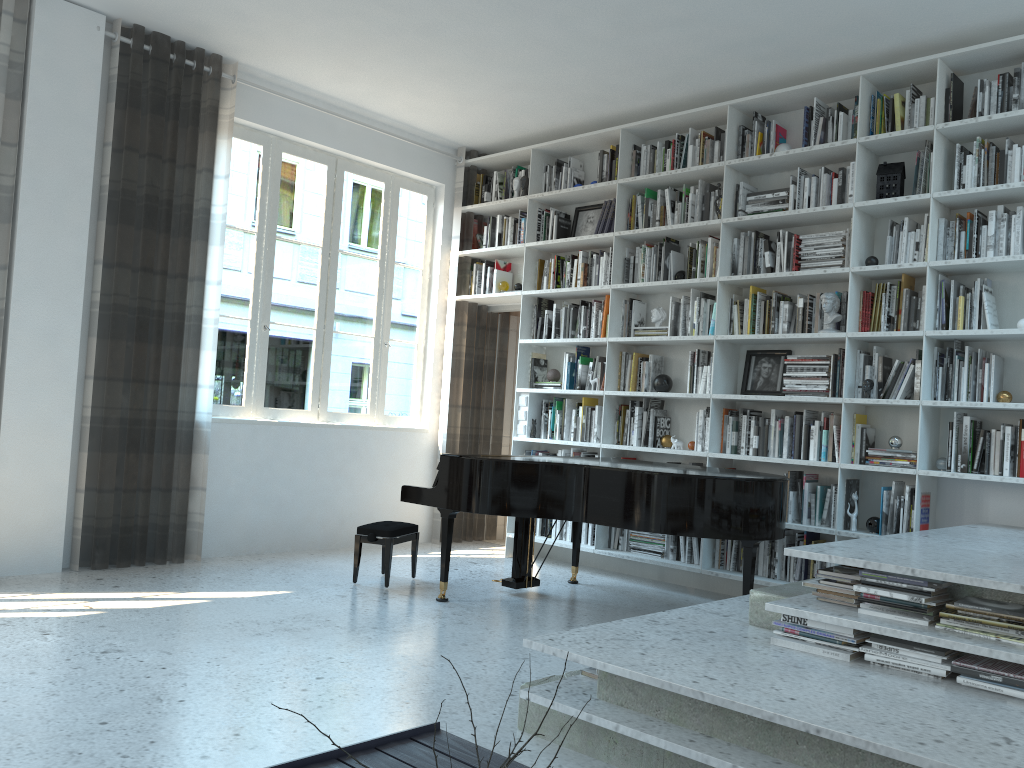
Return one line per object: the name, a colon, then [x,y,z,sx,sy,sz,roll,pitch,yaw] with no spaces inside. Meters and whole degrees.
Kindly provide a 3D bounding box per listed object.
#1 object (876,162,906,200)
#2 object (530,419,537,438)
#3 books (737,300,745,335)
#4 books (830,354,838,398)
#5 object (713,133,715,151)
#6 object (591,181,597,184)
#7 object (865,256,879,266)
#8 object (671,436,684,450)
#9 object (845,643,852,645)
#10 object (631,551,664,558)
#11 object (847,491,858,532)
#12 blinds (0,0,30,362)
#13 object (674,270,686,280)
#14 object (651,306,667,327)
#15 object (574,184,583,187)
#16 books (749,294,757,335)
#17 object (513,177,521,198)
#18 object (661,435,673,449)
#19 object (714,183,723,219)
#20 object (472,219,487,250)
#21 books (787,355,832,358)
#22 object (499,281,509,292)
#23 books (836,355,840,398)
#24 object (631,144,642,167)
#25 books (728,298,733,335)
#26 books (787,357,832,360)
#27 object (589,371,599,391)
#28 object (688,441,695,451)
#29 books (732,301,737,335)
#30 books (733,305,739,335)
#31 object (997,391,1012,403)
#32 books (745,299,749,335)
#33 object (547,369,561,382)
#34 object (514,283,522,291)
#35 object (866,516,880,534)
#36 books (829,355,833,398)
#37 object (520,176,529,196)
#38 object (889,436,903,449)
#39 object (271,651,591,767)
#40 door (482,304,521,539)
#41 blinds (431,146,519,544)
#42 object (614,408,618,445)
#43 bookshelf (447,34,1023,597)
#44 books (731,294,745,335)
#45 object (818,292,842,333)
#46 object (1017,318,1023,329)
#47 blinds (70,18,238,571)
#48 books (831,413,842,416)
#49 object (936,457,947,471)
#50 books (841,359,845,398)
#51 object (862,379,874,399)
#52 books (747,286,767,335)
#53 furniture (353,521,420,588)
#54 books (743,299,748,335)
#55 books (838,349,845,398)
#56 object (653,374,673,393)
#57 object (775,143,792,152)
object: [2.133,-1.132,4.996,0.135,0.248,0.135,3,-2,34]
object: [0.161,0.333,6.643,0.045,0.146,0.045,4,-2,-8]
books: [1.485,-0.407,5.646,0.042,0.242,0.162,2,-3,44]
books: [1.916,-0.039,5.195,0.011,0.260,0.184,2,-3,44]
object: [1.374,-1.513,5.858,0.010,0.246,0.157,2,-2,44]
object: [0.613,-1.452,6.526,0.082,0.083,0.082,3,-2,21]
object: [2.033,-0.687,5.011,0.071,0.072,0.071,4,-2,2]
object: [1.089,0.385,5.846,0.078,0.095,0.060,5,-2,-30]
object: [1.043,0.835,2.950,0.140,0.004,0.204,6,-3,-43]
object: [0.954,1.152,6.005,0.161,0.007,0.254,6,-3,-43]
object: [1.906,0.708,4.953,0.046,0.224,0.053,5,-2,-34]
blinds: [-3.091,-0.628,4.486,0.183,3.260,1.026,2,-2,43]
object: [1.139,-0.714,5.950,0.097,0.098,0.097,4,-2,2]
object: [1.010,-0.461,6.104,0.121,0.157,0.095,5,-2,-33]
object: [0.499,-1.455,6.635,0.082,0.083,0.082,3,-2,21]
books: [1.545,-0.419,5.552,0.015,0.266,0.189,2,-3,44]
object: [0.036,-1.518,6.926,0.067,0.198,0.067,4,-2,-4]
object: [1.047,0.388,5.976,0.091,0.092,0.091,3,-2,21]
object: [1.327,-1.159,5.672,0.075,0.254,0.075,3,-2,22]
object: [-0.275,-1.213,7.375,0.035,0.295,0.176,2,-2,44]
books: [1.804,-0.158,5.316,0.161,0.012,0.254,6,-3,-42]
object: [-0.064,-0.777,7.063,0.087,0.088,0.087,4,-2,2]
books: [1.940,-0.035,5.187,0.013,0.256,0.163,2,-2,44]
object: [0.903,-1.544,6.312,0.012,0.285,0.159,2,-2,44]
books: [1.437,-0.414,5.700,0.012,0.254,0.161,2,-2,44]
books: [1.805,-0.146,5.318,0.254,0.012,0.161,2,-3,41]
object: [0.575,-0.021,6.256,0.081,0.140,0.044,3,-2,27]
object: [1.180,0.404,5.790,0.061,0.062,0.061,4,-2,2]
books: [1.458,-0.403,5.691,0.011,0.235,0.142,2,-2,44]
books: [1.463,-0.391,5.650,0.053,0.208,0.156,2,-3,44]
object: [2.541,0.071,4.576,0.071,0.072,0.071,4,-2,2]
books: [1.532,-0.405,5.606,0.029,0.240,0.155,2,-2,44]
object: [0.315,-0.062,6.698,0.105,0.106,0.105,3,-2,21]
object: [0.053,-0.763,7.018,0.071,0.072,0.071,3,-2,21]
object: [2.001,0.778,4.888,0.093,0.094,0.093,4,-2,2]
books: [1.909,-0.035,5.205,0.012,0.254,0.161,2,-2,44]
object: [0.095,-1.517,6.870,0.067,0.198,0.067,4,-2,-4]
object: [2.100,0.319,4.855,0.071,0.072,0.071,4,-2,2]
object: [-0.123,0.597,1.243,0.435,0.521,0.309,4,-2,-16]
door: [0.231,0.367,7.530,0.834,1.980,0.787,2,-2,44]
blinds: [-0.266,-0.298,7.476,0.140,3.230,0.776,2,-2,44]
object: [0.781,0.302,6.256,0.012,0.254,0.161,2,-2,44]
bookshelf: [1.822,-0.191,5.221,6.295,3.141,0.330,2,-3,44]
books: [1.452,-0.427,5.700,0.010,0.282,0.140,2,-2,44]
object: [1.841,-0.405,5.119,0.137,0.244,0.138,3,-2,9]
object: [2.604,-0.298,4.501,0.071,0.072,0.071,4,-2,2]
blinds: [-2.182,-0.509,5.453,0.140,3.230,0.776,2,-2,44]
books: [1.900,0.316,5.207,0.010,0.284,0.132,2,-2,44]
object: [2.311,0.430,4.755,0.071,0.072,0.071,4,-2,2]
books: [1.960,-0.023,5.175,0.013,0.232,0.134,2,-2,44]
object: [1.974,0.028,4.920,0.054,0.113,0.079,2,-3,42]
books: [1.537,-0.445,5.563,0.014,0.317,0.188,2,-2,44]
furniture: [-0.762,1.020,5.400,0.240,0.353,0.467,3,-2,19]
books: [1.516,-0.409,5.629,0.026,0.248,0.139,2,-2,44]
books: [1.949,-0.051,5.179,0.011,0.288,0.152,2,-2,44]
object: [1.025,0.001,6.018,0.134,0.135,0.133,4,-2,2]
object: [1.684,-1.436,5.494,0.105,0.106,0.105,3,-2,21]
